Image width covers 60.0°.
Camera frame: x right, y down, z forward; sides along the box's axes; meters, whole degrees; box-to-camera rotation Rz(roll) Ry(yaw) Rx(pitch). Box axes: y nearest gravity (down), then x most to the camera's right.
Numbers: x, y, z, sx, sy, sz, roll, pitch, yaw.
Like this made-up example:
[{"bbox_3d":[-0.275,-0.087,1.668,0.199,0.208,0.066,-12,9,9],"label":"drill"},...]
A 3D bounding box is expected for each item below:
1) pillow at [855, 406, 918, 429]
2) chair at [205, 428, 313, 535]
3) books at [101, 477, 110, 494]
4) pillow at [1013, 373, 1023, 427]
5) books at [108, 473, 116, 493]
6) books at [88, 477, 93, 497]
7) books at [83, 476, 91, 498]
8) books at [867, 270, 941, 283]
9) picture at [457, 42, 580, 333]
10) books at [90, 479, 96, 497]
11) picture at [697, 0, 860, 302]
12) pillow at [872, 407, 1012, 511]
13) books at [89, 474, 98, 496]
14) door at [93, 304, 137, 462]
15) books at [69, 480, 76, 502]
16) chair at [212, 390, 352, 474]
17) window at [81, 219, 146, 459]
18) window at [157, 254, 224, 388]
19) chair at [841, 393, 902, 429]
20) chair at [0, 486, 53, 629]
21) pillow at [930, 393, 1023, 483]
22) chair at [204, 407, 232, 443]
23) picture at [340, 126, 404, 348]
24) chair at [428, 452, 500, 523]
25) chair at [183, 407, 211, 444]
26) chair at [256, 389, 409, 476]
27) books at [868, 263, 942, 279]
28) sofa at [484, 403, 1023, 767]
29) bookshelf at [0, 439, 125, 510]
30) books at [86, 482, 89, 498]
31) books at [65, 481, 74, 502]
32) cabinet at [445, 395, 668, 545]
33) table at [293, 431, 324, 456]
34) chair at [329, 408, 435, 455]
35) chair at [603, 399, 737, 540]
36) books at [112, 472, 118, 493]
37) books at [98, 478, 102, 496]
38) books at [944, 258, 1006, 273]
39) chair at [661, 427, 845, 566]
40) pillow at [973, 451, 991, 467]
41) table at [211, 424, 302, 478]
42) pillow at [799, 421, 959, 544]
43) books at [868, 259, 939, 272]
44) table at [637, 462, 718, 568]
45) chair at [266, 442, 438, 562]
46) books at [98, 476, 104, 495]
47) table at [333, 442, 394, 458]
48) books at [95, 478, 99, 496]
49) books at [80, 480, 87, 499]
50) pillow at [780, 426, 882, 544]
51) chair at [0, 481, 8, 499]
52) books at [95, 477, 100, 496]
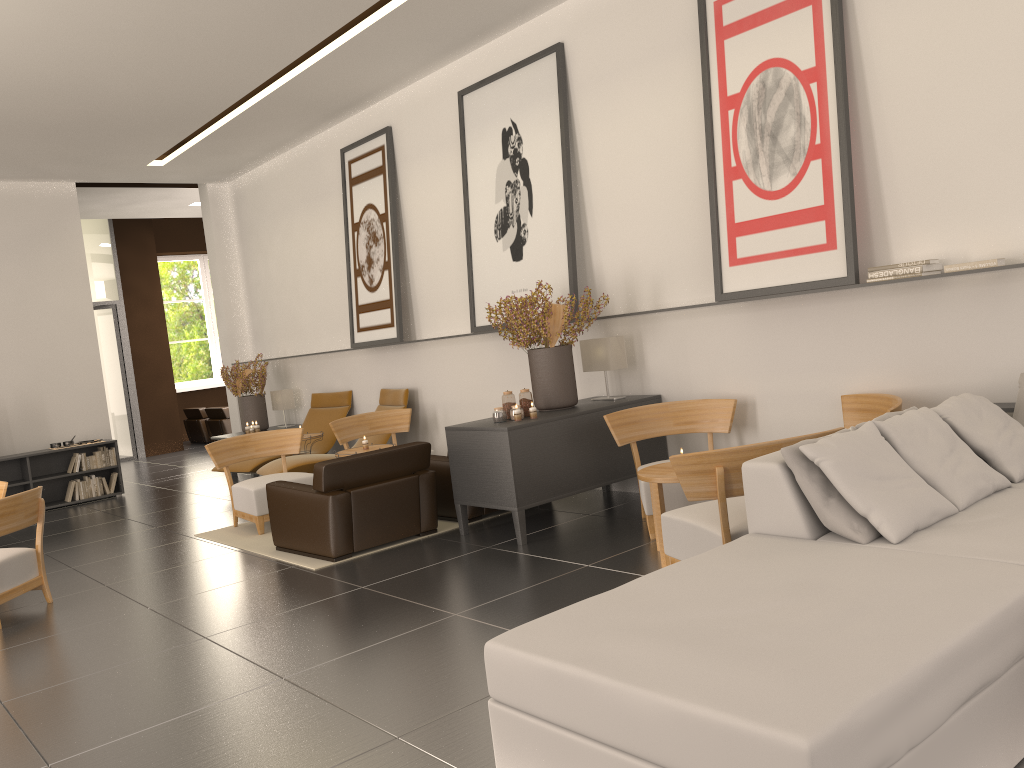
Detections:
[{"bbox_3d":[2.848,0.490,6.129,0.920,0.591,0.557,-10,4,-39],"label":"pillow"},{"bbox_3d":[-3.300,1.293,12.114,1.454,1.226,1.150,-10,4,-39],"label":"chair"},{"bbox_3d":[-7.812,1.946,16.996,0.106,0.325,0.238,-9,3,-39],"label":"books"},{"bbox_3d":[4.256,0.226,6.744,0.644,0.657,0.883,-10,4,-40],"label":"pillow"},{"bbox_3d":[-7.709,1.911,17.075,0.154,0.360,0.249,-9,3,-39],"label":"books"},{"bbox_3d":[-8.032,1.956,16.828,0.042,0.376,0.221,-9,3,-39],"label":"books"},{"bbox_3d":[-8.059,1.946,16.800,0.031,0.405,0.231,-9,3,-39],"label":"books"},{"bbox_3d":[3.526,-0.966,7.982,0.377,0.032,0.504,-10,4,-39],"label":"books"},{"bbox_3d":[0.030,-2.520,11.993,0.385,3.491,2.192,-9,3,-39],"label":"picture"},{"bbox_3d":[-7.988,1.970,16.845,0.042,0.335,0.248,-9,3,-39],"label":"books"},{"bbox_3d":[2.596,-2.648,8.852,0.385,3.491,1.599,-9,3,-39],"label":"picture"},{"bbox_3d":[2.882,0.476,5.982,0.803,0.595,0.595,-10,4,-39],"label":"pillow"},{"bbox_3d":[-7.962,1.931,16.871,0.042,0.404,0.245,-9,3,-39],"label":"books"},{"bbox_3d":[-11.591,0.112,23.699,2.380,4.265,0.100,-8,3,-24],"label":"door"},{"bbox_3d":[-8.265,2.002,16.615,0.156,0.371,0.251,-9,3,-39],"label":"books"},{"bbox_3d":[-4.070,1.030,15.976,1.298,1.485,2.425,-5,4,41],"label":"chair"},{"bbox_3d":[-14.490,-0.931,20.997,10.324,7.375,0.100,-10,3,-39],"label":"window"},{"bbox_3d":[-6.720,-3.656,19.802,99.270,20.565,48.594,-10,4,-39],"label":"window"},{"bbox_3d":[2.954,0.772,8.061,1.150,1.225,1.453,-7,3,6],"label":"chair"},{"bbox_3d":[-5.368,1.757,8.886,1.150,1.225,1.453,-7,3,6],"label":"chair"},{"bbox_3d":[3.540,0.368,6.535,0.798,0.580,0.625,-10,4,-38],"label":"pillow"},{"bbox_3d":[-7.874,1.118,25.570,1.502,1.075,1.537,-10,4,-39],"label":"chair"},{"bbox_3d":[-2.386,-2.400,14.951,0.385,3.491,1.599,-9,3,-39],"label":"picture"},{"bbox_3d":[-0.459,1.059,11.427,1.540,1.075,1.498,-10,4,-39],"label":"chair"},{"bbox_3d":[-9.003,1.175,26.952,1.502,1.075,1.537,-10,4,-39],"label":"chair"},{"bbox_3d":[-2.897,0.972,14.540,2.424,1.485,1.299,-9,3,-29],"label":"chair"},{"bbox_3d":[3.537,-1.015,7.978,0.391,0.063,0.497,-10,4,-39],"label":"books"},{"bbox_3d":[3.722,0.932,3.911,5.534,1.204,5.601,-10,4,-39],"label":"sofa"},{"bbox_3d":[-8.903,1.821,16.301,3.085,1.078,0.740,-10,4,-39],"label":"bookshelf"},{"bbox_3d":[-8.073,1.993,16.788,0.018,0.318,0.226,-9,3,-39],"label":"books"},{"bbox_3d":[-8.287,2.012,16.598,0.154,0.360,0.249,-9,3,-39],"label":"books"},{"bbox_3d":[0.590,0.919,10.341,2.404,1.239,1.119,-10,4,-39],"label":"cabinet"},{"bbox_3d":[-3.561,1.318,15.108,0.797,0.903,0.799,-6,3,28],"label":"table"},{"bbox_3d":[-1.877,1.044,13.289,1.454,1.226,1.150,-10,4,-39],"label":"chair"},{"bbox_3d":[1.774,0.844,9.290,1.452,1.226,1.152,-7,3,1],"label":"chair"},{"bbox_3d":[-7.687,1.901,17.093,0.156,0.371,0.251,-9,3,-39],"label":"books"},{"bbox_3d":[-7.896,1.952,16.908,0.020,0.341,0.267,-9,3,-39],"label":"books"},{"bbox_3d":[3.913,-1.000,7.497,0.406,0.064,0.301,-4,5,41],"label":"books"},{"bbox_3d":[1.821,0.988,6.845,1.453,1.226,1.151,-8,3,-14],"label":"chair"},{"bbox_3d":[3.511,0.413,6.699,0.919,0.510,0.615,-10,4,-37],"label":"pillow"},{"bbox_3d":[-4.888,1.352,17.723,1.602,0.839,1.599,-10,4,-39],"label":"table"},{"bbox_3d":[2.260,0.584,5.466,0.803,0.598,0.585,-10,4,-40],"label":"pillow"},{"bbox_3d":[3.517,-1.063,7.969,0.525,0.040,0.300,-4,5,41],"label":"books"},{"bbox_3d":[1.615,1.155,8.008,0.869,0.802,0.871,-4,4,43],"label":"table"},{"bbox_3d":[-1.826,1.298,10.298,1.540,1.075,1.498,-10,4,-39],"label":"chair"},{"bbox_3d":[-7.889,1.945,16.960,0.057,0.346,0.197,-9,3,-39],"label":"books"},{"bbox_3d":[-1.932,1.295,11.936,0.798,0.903,0.797,-8,3,-17],"label":"table"},{"bbox_3d":[-7.929,1.957,16.882,0.014,0.341,0.266,-9,3,-39],"label":"books"},{"bbox_3d":[-8.106,1.995,16.741,0.057,0.327,0.257,-9,3,-39],"label":"books"},{"bbox_3d":[2.176,0.608,5.578,0.920,0.577,0.549,-10,4,-39],"label":"pillow"},{"bbox_3d":[-6.548,1.829,10.116,1.452,1.226,1.152,-7,3,1],"label":"chair"},{"bbox_3d":[-7.915,1.947,16.894,0.023,0.356,0.266,-9,3,-39],"label":"books"}]
